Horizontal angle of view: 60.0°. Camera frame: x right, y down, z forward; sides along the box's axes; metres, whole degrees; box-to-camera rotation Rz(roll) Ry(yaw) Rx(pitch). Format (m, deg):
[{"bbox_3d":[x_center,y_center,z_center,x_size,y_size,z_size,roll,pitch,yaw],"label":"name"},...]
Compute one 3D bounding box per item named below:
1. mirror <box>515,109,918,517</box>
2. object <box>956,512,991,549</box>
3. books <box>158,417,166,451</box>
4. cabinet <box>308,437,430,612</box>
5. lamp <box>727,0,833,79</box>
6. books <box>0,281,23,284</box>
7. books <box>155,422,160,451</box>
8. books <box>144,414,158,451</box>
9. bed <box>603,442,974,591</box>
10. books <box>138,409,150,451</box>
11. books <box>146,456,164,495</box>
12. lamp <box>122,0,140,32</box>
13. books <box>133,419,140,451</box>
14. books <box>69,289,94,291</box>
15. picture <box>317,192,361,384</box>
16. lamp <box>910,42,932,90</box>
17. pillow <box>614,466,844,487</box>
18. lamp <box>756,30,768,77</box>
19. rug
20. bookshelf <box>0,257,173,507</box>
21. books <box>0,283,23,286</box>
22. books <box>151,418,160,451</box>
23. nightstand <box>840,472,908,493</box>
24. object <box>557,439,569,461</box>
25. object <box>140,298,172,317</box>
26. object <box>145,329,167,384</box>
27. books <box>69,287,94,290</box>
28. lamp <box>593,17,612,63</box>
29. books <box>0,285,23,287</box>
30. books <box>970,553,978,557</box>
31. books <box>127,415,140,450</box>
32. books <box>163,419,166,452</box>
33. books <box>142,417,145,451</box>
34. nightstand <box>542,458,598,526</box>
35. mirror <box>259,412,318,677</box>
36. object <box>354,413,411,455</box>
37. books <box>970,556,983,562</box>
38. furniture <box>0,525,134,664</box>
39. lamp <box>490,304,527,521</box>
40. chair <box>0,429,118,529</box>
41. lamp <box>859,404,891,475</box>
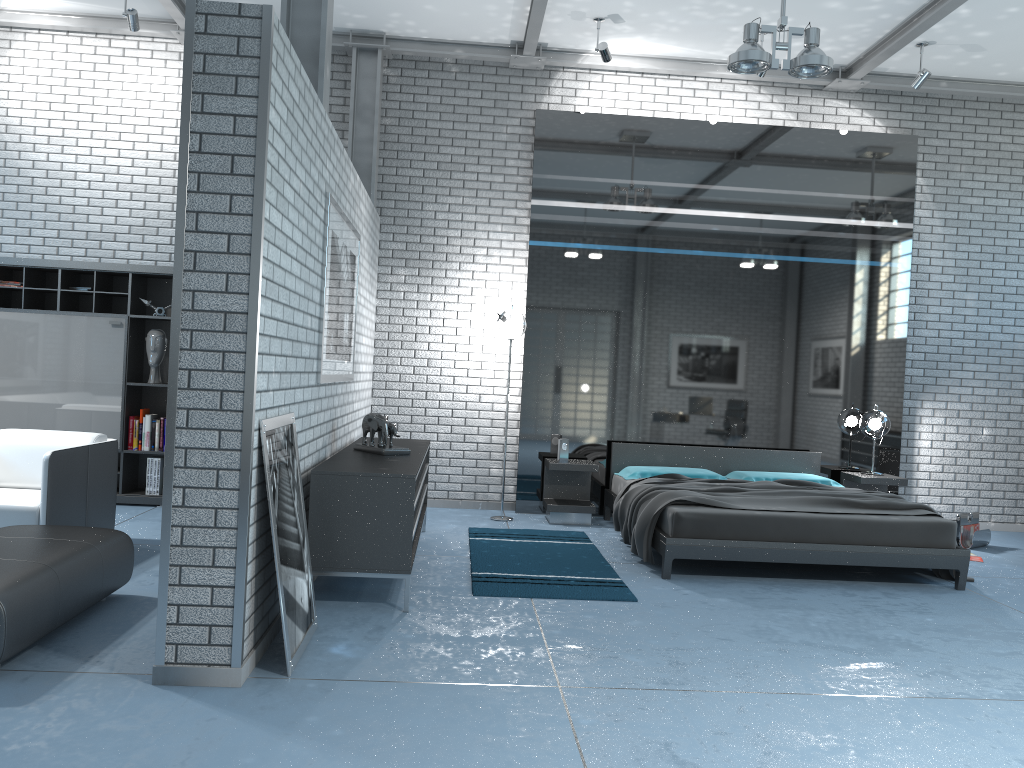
[{"bbox_3d":[1.812,-0.541,7.794,3.400,3.500,0.050,3,1,-3],"label":"mirror"},{"bbox_3d":[3.699,1.183,7.205,0.352,0.271,0.236,2,1,-39],"label":"object"},{"bbox_3d":[-2.820,0.405,7.190,0.038,0.270,0.155,3,1,-3],"label":"books"},{"bbox_3d":[-0.812,0.760,5.472,0.510,0.682,2.250,3,1,-3],"label":"cabinet"},{"bbox_3d":[1.649,-2.342,5.382,0.639,0.872,0.300,3,1,-3],"label":"lamp"},{"bbox_3d":[-4.005,-0.809,7.113,0.190,0.015,0.135,3,1,-24],"label":"books"},{"bbox_3d":[-2.853,0.424,7.188,0.026,0.229,0.155,3,1,-3],"label":"books"},{"bbox_3d":[-2.925,0.391,7.179,0.046,0.288,0.164,3,1,-3],"label":"books"},{"bbox_3d":[1.903,0.903,6.556,2.290,0.674,2.261,3,1,-3],"label":"bed"},{"bbox_3d":[-2.980,0.367,7.180,0.026,0.329,0.155,3,1,-3],"label":"books"},{"bbox_3d":[-2.878,0.740,7.173,0.104,0.295,0.146,3,1,-3],"label":"books"},{"bbox_3d":[-2.904,-2.859,6.732,0.137,0.332,0.167,3,1,-13],"label":"lamp"},{"bbox_3d":[-3.013,0.408,7.170,0.038,0.244,0.171,3,1,-3],"label":"books"},{"bbox_3d":[-3.446,-0.751,7.146,0.190,0.015,0.135,3,1,18],"label":"books"},{"bbox_3d":[-1.045,-0.518,5.441,0.020,1.015,1.490,3,1,-3],"label":"picture"},{"bbox_3d":[3.266,-2.542,7.107,0.137,0.343,0.161,3,1,-33],"label":"lamp"},{"bbox_3d":[1.781,0.774,7.356,1.810,0.115,0.567,3,1,-3],"label":"pillow"},{"bbox_3d":[1.981,-2.612,7.029,0.137,0.332,0.167,3,1,-13],"label":"lamp"},{"bbox_3d":[0.175,1.146,5.826,0.886,0.012,2.060,3,1,-3],"label":"rug"},{"bbox_3d":[-3.629,-0.022,7.190,1.930,1.920,0.419,3,1,-3],"label":"bookshelf"},{"bbox_3d":[-3.997,-0.794,7.110,0.190,0.015,0.135,3,1,1],"label":"books"},{"bbox_3d":[-2.884,0.409,7.192,0.038,0.256,0.144,3,1,-3],"label":"books"},{"bbox_3d":[3.071,1.028,7.565,0.400,0.501,0.400,3,1,-3],"label":"nightstand"},{"bbox_3d":[0.431,0.551,7.425,0.100,0.184,0.032,3,1,-35],"label":"object"},{"bbox_3d":[-2.867,-0.617,7.214,0.322,0.147,0.072,3,1,-32],"label":"object"},{"bbox_3d":[-2.900,-0.225,7.220,0.156,0.443,0.156,3,1,40],"label":"object"},{"bbox_3d":[-3.443,-0.766,7.156,0.190,0.015,0.135,3,1,8],"label":"books"},{"bbox_3d":[0.704,-2.687,6.938,0.137,0.311,0.166,3,1,22],"label":"lamp"},{"bbox_3d":[-3.989,-0.778,7.109,0.190,0.015,0.135,3,1,-9],"label":"books"},{"bbox_3d":[3.433,1.299,6.861,0.219,0.011,0.297,3,1,9],"label":"books"},{"bbox_3d":[-3.056,0.393,7.176,0.049,0.270,0.155,3,1,-3],"label":"books"},{"bbox_3d":[-2.788,0.410,7.192,0.027,0.263,0.155,3,1,-3],"label":"books"},{"bbox_3d":[-2.958,0.398,7.183,0.020,0.270,0.153,3,1,-3],"label":"books"},{"bbox_3d":[0.479,0.897,7.408,0.400,0.501,0.400,3,1,-3],"label":"nightstand"},{"bbox_3d":[-0.925,0.624,3.717,0.165,0.978,0.674,3,1,-3],"label":"mirror"},{"bbox_3d":[-0.799,0.300,5.451,0.221,0.237,0.369,2,1,-38],"label":"object"},{"bbox_3d":[3.372,1.300,6.667,0.300,0.005,0.214,3,1,27],"label":"books"},{"bbox_3d":[-2.188,0.847,3.797,0.685,0.301,1.291,3,1,-3],"label":"furniture"},{"bbox_3d":[-0.043,0.227,7.319,0.259,1.773,0.250,3,1,42],"label":"lamp"},{"bbox_3d":[-2.872,0.622,5.200,0.767,0.661,0.919,3,1,-1],"label":"chair"},{"bbox_3d":[3.123,0.474,7.633,0.259,0.596,0.250,3,1,5],"label":"lamp"}]
